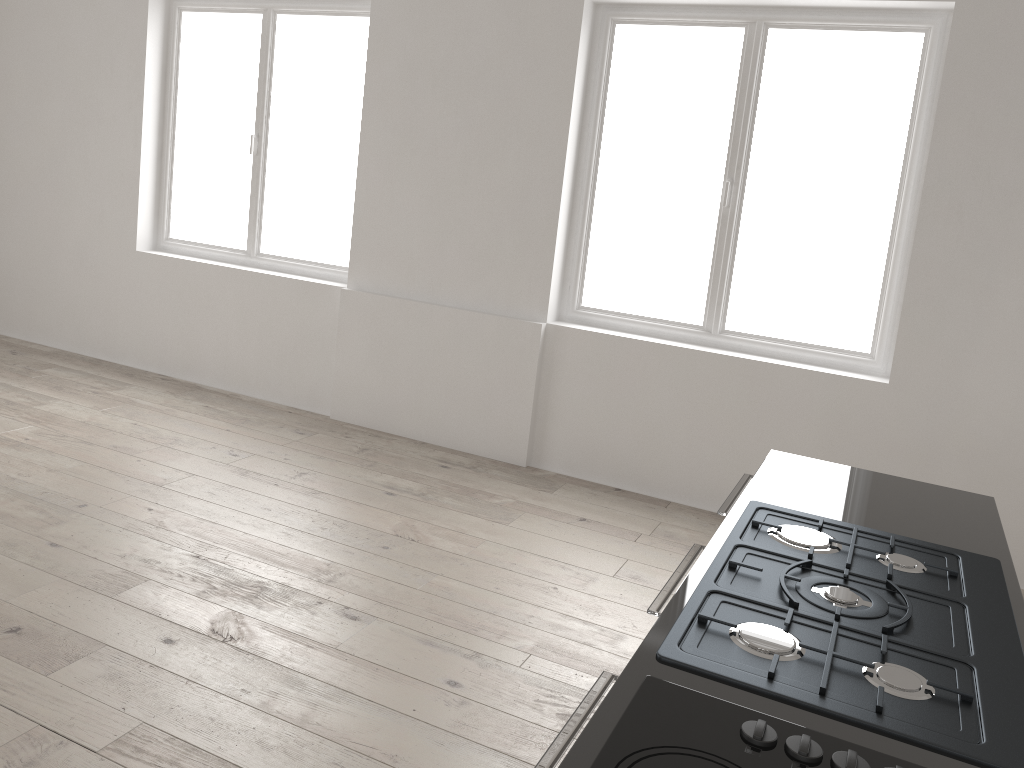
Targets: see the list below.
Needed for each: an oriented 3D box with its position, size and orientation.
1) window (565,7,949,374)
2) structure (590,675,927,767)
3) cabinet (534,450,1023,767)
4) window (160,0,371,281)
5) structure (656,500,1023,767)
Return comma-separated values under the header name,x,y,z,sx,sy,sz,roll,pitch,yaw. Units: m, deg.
name,x,y,z,sx,sy,sz,roll,pitch,yaw
window,1.167,-1.054,4.594,1.734,1.721,0.071,11,9,24
structure,0.290,0.504,0.868,0.509,0.021,0.633,12,14,23
cabinet,1.373,1.058,0.988,2.720,0.871,2.482,12,13,23
window,-1.667,-1.649,5.848,1.734,1.721,0.071,11,9,24
structure,0.621,0.385,1.589,0.523,0.014,0.849,12,14,23
